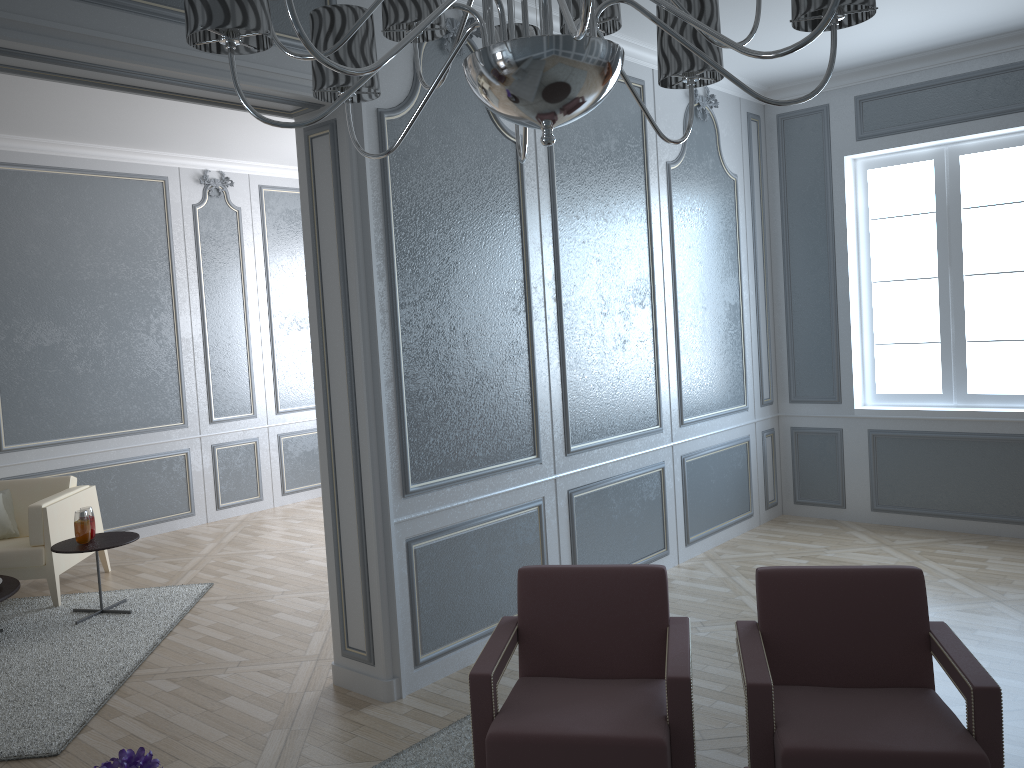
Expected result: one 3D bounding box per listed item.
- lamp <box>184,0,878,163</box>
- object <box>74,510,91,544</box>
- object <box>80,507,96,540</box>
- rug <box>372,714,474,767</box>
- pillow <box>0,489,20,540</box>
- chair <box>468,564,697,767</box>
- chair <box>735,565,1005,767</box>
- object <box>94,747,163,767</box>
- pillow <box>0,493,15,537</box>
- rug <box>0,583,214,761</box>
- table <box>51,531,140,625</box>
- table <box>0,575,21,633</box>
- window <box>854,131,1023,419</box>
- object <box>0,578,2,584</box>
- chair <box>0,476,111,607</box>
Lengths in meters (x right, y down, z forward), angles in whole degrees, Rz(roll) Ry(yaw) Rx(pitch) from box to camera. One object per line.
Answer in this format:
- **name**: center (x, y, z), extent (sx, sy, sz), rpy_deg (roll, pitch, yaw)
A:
- **lamp**: center (0.015, -0.904, 1.260), extent (0.976, 1.118, 0.977), rpy_deg (-2, 4, 29)
- **object**: center (-2.181, 0.727, 4.501), extent (0.075, 0.165, 0.075), rpy_deg (-2, 4, 30)
- **object**: center (-2.197, 0.722, 4.586), extent (0.075, 0.165, 0.075), rpy_deg (-4, 3, 0)
- **rug**: center (0.419, 1.254, 1.316), extent (3.204, 0.010, 2.020), rpy_deg (0, 5, 41)
- **pillow**: center (-3.031, 0.765, 5.072), extent (0.351, 0.276, 0.184), rpy_deg (-7, 5, -43)
- **chair**: center (0.206, 0.875, 2.431), extent (0.576, 0.620, 0.607), rpy_deg (-3, 4, 11)
- **chair**: center (0.887, 0.845, 2.267), extent (0.576, 0.620, 0.607), rpy_deg (-3, 4, 11)
- **object**: center (-0.737, 0.796, 1.706), extent (0.206, 0.221, 0.425), rpy_deg (-3, 4, 11)
- **pillow**: center (-2.999, 0.768, 4.990), extent (0.163, 0.245, 0.312), rpy_deg (-1, 4, 35)
- **rug**: center (-2.609, 1.256, 3.934), extent (2.000, 0.010, 2.002), rpy_deg (-4, 4, -4)
- **table**: center (-2.119, 0.995, 4.550), extent (0.414, 0.384, 0.414), rpy_deg (-4, 4, -1)
- **table**: center (-2.803, 1.137, 4.167), extent (0.882, 0.239, 0.883), rpy_deg (0, 5, 38)
- **window**: center (2.784, -0.612, 5.038), extent (1.600, 1.580, 0.349), rpy_deg (0, 4, 41)
- **object**: center (-2.690, 0.993, 4.214), extent (0.468, 0.028, 0.468), rpy_deg (-6, 5, -36)
- **chair**: center (-2.878, 0.890, 5.029), extent (0.855, 0.620, 0.738), rpy_deg (-4, 4, -4)
